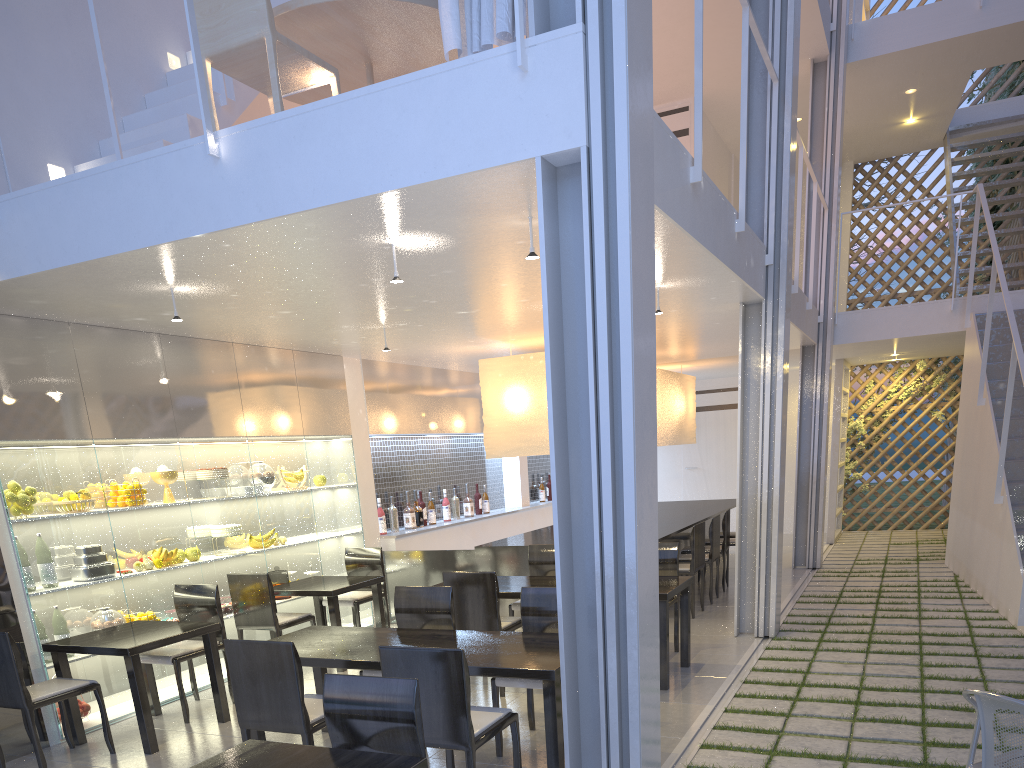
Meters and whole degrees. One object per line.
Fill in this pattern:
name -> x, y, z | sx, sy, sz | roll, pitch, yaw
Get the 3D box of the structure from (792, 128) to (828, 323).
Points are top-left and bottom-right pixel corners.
structure -> 1.301, -0.664, 3.652 | 0.028, 0.583, 1.629 | 4, 1, 26

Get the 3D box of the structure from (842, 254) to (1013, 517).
structure -> 2.986, 0.118, 6.139 | 1.140, 2.123, 0.269 | 1, 16, 23

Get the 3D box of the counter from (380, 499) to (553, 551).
counter -> 0.106, 1.061, 5.680 | 0.231, 0.457, 3.483 | 2, -1, 26

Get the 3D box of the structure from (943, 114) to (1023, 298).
structure -> 2.928, -1.385, 4.896 | 0.535, 2.001, 1.173 | 2, 11, 20

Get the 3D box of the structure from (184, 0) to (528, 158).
structure -> -0.875, -0.124, 1.083 | 1.362, 1.900, 1.356 | 0, 10, 25

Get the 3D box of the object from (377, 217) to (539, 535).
object -> -0.346, 0.209, 2.937 | 1.677, 0.864, 1.760 | -4, -1, 23

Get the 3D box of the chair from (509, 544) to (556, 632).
chair -> 0.120, 0.851, 3.202 | 0.191, 0.466, 0.222 | 2, 13, 25

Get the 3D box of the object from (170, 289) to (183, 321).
object -> -0.878, -0.206, 2.140 | 0.028, 0.084, 0.027 | 6, 17, 35

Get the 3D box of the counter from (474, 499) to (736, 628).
counter -> 0.737, 0.959, 4.729 | 0.816, 0.392, 2.412 | -4, -4, 26

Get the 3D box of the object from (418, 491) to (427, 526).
object -> -0.945, 0.577, 3.555 | 0.066, 0.305, 2.054 | 4, 0, 26

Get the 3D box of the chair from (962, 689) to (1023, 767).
chair -> 0.877, 0.665, 1.344 | 0.245, 0.404, 0.247 | -7, 11, -20

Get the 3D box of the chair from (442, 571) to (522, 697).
chair -> -0.077, 0.830, 2.798 | 0.191, 0.466, 0.222 | 2, 13, 25

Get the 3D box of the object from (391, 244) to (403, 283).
object -> -0.264, -0.273, 1.857 | 0.028, 0.084, 0.027 | 6, 17, 35

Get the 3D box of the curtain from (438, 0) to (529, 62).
curtain -> -0.232, -1.812, 1.158 | 0.513, 2.572, 0.089 | 2, 17, 20

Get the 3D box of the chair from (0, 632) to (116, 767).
chair -> -1.314, 0.873, 2.308 | 0.191, 0.466, 0.222 | 2, 13, 25

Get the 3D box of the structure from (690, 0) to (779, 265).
structure -> 0.526, -0.746, 2.063 | 0.028, 0.583, 1.627 | 4, 1, 26

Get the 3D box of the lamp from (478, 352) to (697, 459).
lamp -> 0.543, 0.146, 4.560 | 0.447, 0.445, 2.208 | -1, -2, 26

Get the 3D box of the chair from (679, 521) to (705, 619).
chair -> 0.747, 0.857, 3.790 | 0.239, 0.466, 0.177 | 2, 14, 26

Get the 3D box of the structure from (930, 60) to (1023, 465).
structure -> 3.718, -1.619, 6.166 | 1.110, 4.802, 3.096 | 3, 11, 24

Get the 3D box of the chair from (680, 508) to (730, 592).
chair -> 1.025, 0.888, 4.375 | 0.240, 0.466, 0.176 | 0, 14, 19

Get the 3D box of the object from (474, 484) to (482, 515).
object -> -0.208, 0.707, 5.039 | 0.044, 0.206, 0.042 | 1, 15, 16

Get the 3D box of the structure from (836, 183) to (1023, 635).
structure -> 2.084, -0.010, 3.643 | 1.184, 2.078, 1.847 | 0, 7, 19

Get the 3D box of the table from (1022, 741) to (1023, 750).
table -> 1.169, 0.680, 1.507 | 0.346, 0.354, 0.331 | -5, 6, -12

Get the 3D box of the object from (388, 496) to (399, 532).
object -> -1.010, 0.570, 3.417 | 0.045, 0.305, 1.793 | 5, 0, 27

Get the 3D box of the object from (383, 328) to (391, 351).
object -> -0.461, -0.162, 2.995 | 0.028, 0.084, 0.027 | 6, 17, 35

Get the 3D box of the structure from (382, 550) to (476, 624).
structure -> -0.409, 0.976, 3.940 | 0.557, 0.392, 0.011 | -3, 15, 24

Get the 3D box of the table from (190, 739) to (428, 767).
table -> -0.358, 0.766, 1.259 | 0.359, 0.352, 0.333 | -1, 7, 25

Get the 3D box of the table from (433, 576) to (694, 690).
table -> 0.153, 0.874, 2.942 | 0.918, 0.350, 0.333 | -5, 5, 25

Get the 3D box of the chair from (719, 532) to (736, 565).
chair -> 1.328, 0.916, 4.948 | 0.239, 0.466, 0.177 | 2, 14, 26

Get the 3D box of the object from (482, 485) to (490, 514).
object -> -0.164, 0.715, 5.095 | 0.042, 0.193, 0.038 | -5, 15, -4

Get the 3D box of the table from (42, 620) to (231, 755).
table -> -1.143, 0.930, 2.553 | 0.359, 0.352, 0.333 | -1, 7, 25

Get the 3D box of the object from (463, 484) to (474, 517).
object -> -0.261, 0.693, 4.886 | 0.045, 0.216, 0.043 | 4, 17, 26

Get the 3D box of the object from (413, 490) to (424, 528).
object -> -0.938, 0.572, 3.503 | 0.105, 0.305, 1.987 | 4, 0, 28

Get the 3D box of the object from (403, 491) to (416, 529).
object -> -0.958, 0.570, 3.463 | 0.046, 0.305, 1.911 | 4, 0, 27

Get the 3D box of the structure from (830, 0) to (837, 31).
structure -> 1.215, -2.076, 3.255 | 0.028, 0.583, 1.629 | 4, 1, 26

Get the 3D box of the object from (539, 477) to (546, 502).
object -> 0.214, 0.756, 5.880 | 0.042, 0.193, 0.038 | -5, 15, -4

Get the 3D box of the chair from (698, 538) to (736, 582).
chair -> 1.183, 0.901, 4.659 | 0.239, 0.466, 0.176 | 1, 14, 22

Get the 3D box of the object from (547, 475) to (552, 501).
object -> 0.273, 0.752, 5.963 | 0.044, 0.206, 0.042 | 1, 15, 16

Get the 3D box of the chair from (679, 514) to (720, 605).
chair -> 0.892, 0.872, 4.079 | 0.239, 0.466, 0.176 | 1, 14, 22

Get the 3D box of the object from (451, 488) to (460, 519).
object -> -0.328, 0.697, 4.785 | 0.045, 0.198, 0.042 | -8, 15, -17

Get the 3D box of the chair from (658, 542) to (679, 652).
chair -> 0.491, 0.810, 3.031 | 0.191, 0.466, 0.222 | 2, 13, 25

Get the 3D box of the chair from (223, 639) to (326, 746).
chair -> -0.490, 0.786, 1.950 | 0.191, 0.466, 0.222 | 2, 13, 25

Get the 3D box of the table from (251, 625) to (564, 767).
table -> -0.239, 0.832, 2.138 | 0.918, 0.350, 0.333 | -5, 5, 25

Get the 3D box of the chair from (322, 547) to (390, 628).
chair -> -0.690, 0.939, 3.589 | 0.191, 0.466, 0.222 | 2, 13, 25

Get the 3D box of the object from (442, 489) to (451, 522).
object -> -0.374, 0.690, 4.674 | 0.043, 0.197, 0.040 | 4, 16, 25

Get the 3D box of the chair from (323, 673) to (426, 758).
chair -> -0.280, 0.724, 1.384 | 0.191, 0.466, 0.222 | 2, 13, 25

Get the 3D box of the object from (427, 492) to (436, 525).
object -> -0.956, 0.570, 3.480 | 0.058, 0.310, 2.327 | 4, 0, 27

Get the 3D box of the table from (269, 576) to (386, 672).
table -> -0.751, 0.971, 3.357 | 0.359, 0.352, 0.333 | -1, 7, 25

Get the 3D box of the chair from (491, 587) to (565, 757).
chair -> 0.078, 0.767, 2.183 | 0.191, 0.466, 0.222 | 2, 13, 25

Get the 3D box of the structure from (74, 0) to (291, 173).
structure -> -0.768, -0.688, 1.621 | 1.721, 3.512, 3.463 | 2, 8, 26

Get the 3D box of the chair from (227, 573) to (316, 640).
chair -> -0.901, 0.917, 3.156 | 0.191, 0.466, 0.222 | 2, 13, 25

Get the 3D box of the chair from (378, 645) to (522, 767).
chair -> -0.118, 0.746, 1.779 | 0.191, 0.466, 0.222 | 2, 13, 25

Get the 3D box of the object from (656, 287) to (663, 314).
object -> 0.457, -0.261, 2.573 | 0.028, 0.084, 0.027 | 6, 17, 35

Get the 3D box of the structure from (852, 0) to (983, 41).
structure -> 2.222, -2.091, 3.849 | 1.142, 0.602, 0.025 | -4, 14, 24

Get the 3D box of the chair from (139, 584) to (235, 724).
chair -> -1.103, 0.895, 2.741 | 0.191, 0.466, 0.222 | 2, 13, 25

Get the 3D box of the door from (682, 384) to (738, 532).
door -> 0.021, 0.585, 4.715 | 0.469, 1.256, 5.318 | 7, 4, 38

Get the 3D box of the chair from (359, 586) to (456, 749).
chair -> -0.293, 0.807, 2.354 | 0.191, 0.466, 0.222 | 2, 13, 25
